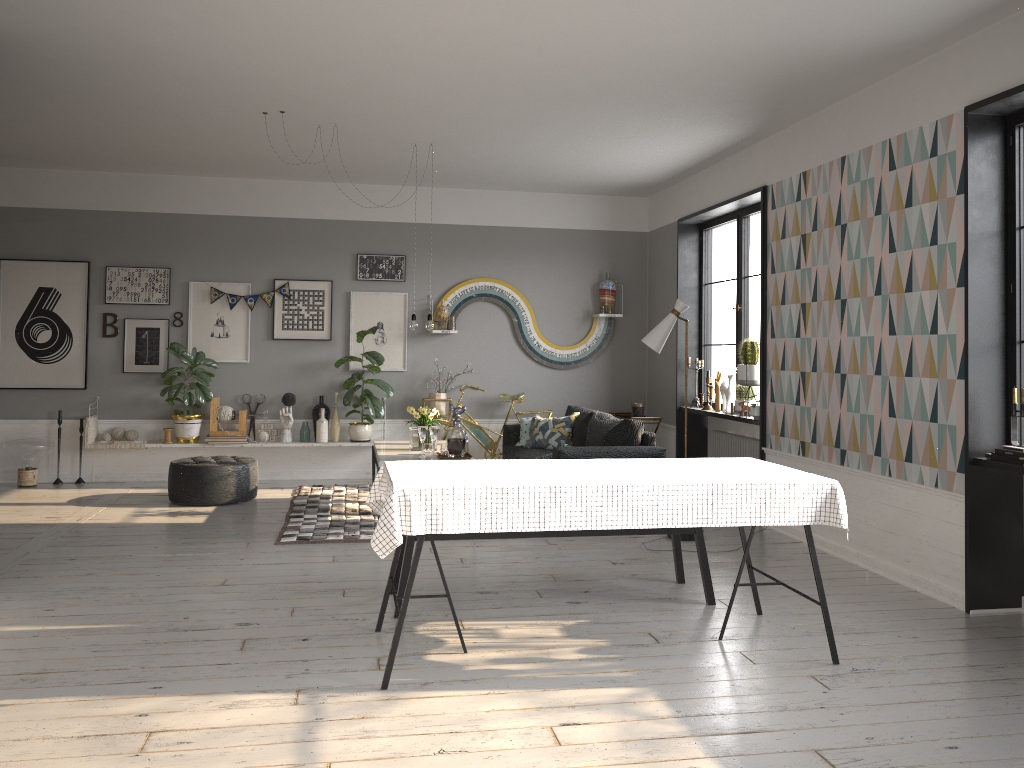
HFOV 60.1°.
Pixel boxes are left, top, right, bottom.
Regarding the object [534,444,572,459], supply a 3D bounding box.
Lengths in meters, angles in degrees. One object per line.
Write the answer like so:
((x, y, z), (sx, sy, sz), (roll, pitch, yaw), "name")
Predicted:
((0.345, 0.687, 7.114), (0.490, 0.329, 0.666), (1, 1, -15), "object")

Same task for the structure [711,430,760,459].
((2.022, 0.669, 7.718), (0.149, 0.428, 1.223), (1, 2, -12), "structure")

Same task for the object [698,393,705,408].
((1.822, 0.152, 8.471), (0.084, 0.151, 0.084), (1, -1, -7), "object")

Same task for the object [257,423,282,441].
((-2.380, 0.477, 8.761), (0.265, 0.174, 0.078), (1, -1, -5), "object")

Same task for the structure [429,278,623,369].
((0.156, -0.633, 9.194), (2.021, 0.957, 0.266), (1, -1, -10), "structure")

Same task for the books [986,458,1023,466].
((2.509, 0.383, 4.376), (0.162, 0.011, 0.268), (0, 2, -8), "books")

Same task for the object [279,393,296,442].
((-2.207, 0.327, 8.702), (0.155, 0.484, 0.136), (1, -2, -11), "object")

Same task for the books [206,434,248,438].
((-2.763, 0.507, 8.583), (0.379, 0.017, 0.229), (0, 2, -13), "books")

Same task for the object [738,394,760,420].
((1.937, 0.180, 7.006), (0.246, 0.204, 0.170), (1, 0, -8), "object")

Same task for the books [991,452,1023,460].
((2.514, 0.354, 4.367), (0.174, 0.011, 0.216), (1, 2, -5), "books")

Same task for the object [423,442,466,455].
((-0.517, 0.503, 6.776), (0.279, 0.087, 0.246), (0, 2, -33), "object")

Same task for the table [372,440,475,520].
((-0.740, 0.784, 7.106), (0.732, 0.511, 1.456), (1, 2, -11), "table")

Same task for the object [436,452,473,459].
((-0.436, 0.539, 6.670), (0.246, 0.015, 0.318), (0, 2, -11), "object")

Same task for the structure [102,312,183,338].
((-3.596, -0.579, 8.633), (0.739, 0.263, 0.024), (0, -2, -10), "structure")

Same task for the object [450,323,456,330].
((-0.605, -0.588, 9.066), (0.062, 0.082, 0.062), (1, 0, -35), "object")

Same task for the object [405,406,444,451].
((-0.708, 0.352, 7.119), (0.325, 0.351, 0.351), (1, 0, -8), "object")

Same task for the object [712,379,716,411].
((1.867, 0.093, 8.079), (0.076, 0.301, 0.075), (0, -2, 20), "object")

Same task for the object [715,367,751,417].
((1.905, 0.060, 7.638), (0.134, 0.410, 0.662), (1, 1, -9), "object")

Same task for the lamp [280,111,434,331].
((-1.153, -1.193, 6.762), (1.394, 1.539, 0.074), (1, -1, -41), "lamp")

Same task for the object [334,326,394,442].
((-1.469, -0.001, 8.799), (0.567, 1.152, 0.415), (0, -1, 29), "object")

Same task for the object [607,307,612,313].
((1.022, -0.772, 9.260), (0.050, 0.058, 0.050), (1, 0, -21), "object")

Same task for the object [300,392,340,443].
((-1.895, 0.326, 8.745), (0.332, 0.489, 0.285), (0, -1, 40), "object")

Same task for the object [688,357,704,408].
((1.745, -0.017, 8.461), (0.145, 0.491, 0.162), (0, -2, 25), "object")

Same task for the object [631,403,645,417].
((1.262, 0.274, 8.886), (0.141, 0.160, 0.138), (1, 0, 27), "object")

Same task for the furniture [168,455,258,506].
((-2.558, 0.816, 7.593), (0.735, 0.357, 0.735), (0, 2, -24), "furniture")

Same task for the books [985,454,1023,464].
((2.517, 0.369, 4.375), (0.183, 0.019, 0.271), (0, 2, -11), "books")

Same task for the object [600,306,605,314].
((0.949, -0.773, 9.281), (0.060, 0.079, 0.060), (1, 0, -22), "object")

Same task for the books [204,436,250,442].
((-2.758, 0.530, 8.573), (0.384, 0.029, 0.260), (0, 2, -10), "books")

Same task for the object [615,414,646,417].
((1.235, 0.331, 9.239), (0.246, 0.015, 0.318), (0, 2, -11), "object")

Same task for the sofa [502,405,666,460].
((0.522, 0.641, 7.763), (0.970, 0.798, 2.341), (1, 2, -11), "sofa")

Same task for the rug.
((-0.939, 1.015, 7.292), (1.769, 0.034, 2.527), (0, 2, -10), "rug")

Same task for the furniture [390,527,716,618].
((0.205, 0.910, 4.698), (1.669, 0.456, 0.465), (0, 0, -10), "furniture")

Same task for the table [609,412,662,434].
((1.258, 0.652, 9.079), (0.339, 0.680, 0.742), (1, 0, -11), "table")

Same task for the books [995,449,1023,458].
((2.512, 0.339, 4.343), (0.162, 0.022, 0.198), (0, 2, -10), "books")

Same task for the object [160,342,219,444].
((-3.093, 0.083, 8.467), (0.510, 0.965, 0.545), (1, -1, -25), "object")

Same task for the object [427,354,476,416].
((-0.627, 0.009, 8.940), (0.488, 0.642, 0.253), (1, -1, 7), "object")

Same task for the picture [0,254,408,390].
((-4.293, -0.613, 6.454), (7.290, 1.797, 4.039), (0, 2, -10), "picture")

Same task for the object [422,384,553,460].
((-0.242, 0.489, 9.021), (1.625, 0.971, 0.426), (0, -1, -19), "object")

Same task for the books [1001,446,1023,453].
((2.509, 0.319, 4.339), (0.123, 0.017, 0.153), (0, 2, -9), "books")

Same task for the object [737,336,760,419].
((1.933, -0.060, 7.187), (0.228, 0.671, 0.235), (2, -2, -40), "object")

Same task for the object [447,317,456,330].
((-0.615, -0.613, 8.986), (0.086, 0.140, 0.086), (1, -1, -18), "object")

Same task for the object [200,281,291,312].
((-2.628, -0.887, 8.794), (0.914, 0.340, 0.057), (0, -2, -11), "object")

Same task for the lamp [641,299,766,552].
((1.467, 0.246, 6.232), (1.246, 1.705, 0.679), (1, -1, -12), "lamp")

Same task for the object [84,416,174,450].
((-3.619, 0.464, 8.424), (0.784, 0.307, 0.329), (1, 0, -10), "object")

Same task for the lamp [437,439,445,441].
((-0.829, 0.757, 8.695), (0.432, 0.438, 0.432), (1, 0, 20), "lamp")

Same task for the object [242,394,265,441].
((-2.562, 0.331, 8.768), (0.221, 0.464, 0.019), (1, -2, -10), "object")

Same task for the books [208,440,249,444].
((-2.747, 0.554, 8.579), (0.368, 0.021, 0.296), (0, 2, -16), "books")

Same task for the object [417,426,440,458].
((-0.628, 0.435, 6.626), (0.167, 0.227, 0.082), (1, -1, 1), "object")

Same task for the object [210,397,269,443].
((-2.640, 0.349, 8.605), (0.545, 0.441, 0.238), (1, -1, -10), "object")

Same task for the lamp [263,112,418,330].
((-1.287, -1.196, 6.799), (1.394, 1.539, 0.074), (1, -1, -41), "lamp")

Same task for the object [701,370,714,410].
((1.805, 0.052, 8.140), (0.123, 0.376, 0.123), (1, -1, -6), "object")

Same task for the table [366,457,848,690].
((0.381, 0.776, 3.934), (2.024, 0.785, 0.931), (0, 1, -11), "table")

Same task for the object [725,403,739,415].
((1.897, 0.211, 7.620), (0.123, 0.099, 0.123), (1, 1, 12), "object")

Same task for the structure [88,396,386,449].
((-2.628, 0.377, 8.636), (2.775, 0.487, 0.308), (0, -1, -10), "structure")

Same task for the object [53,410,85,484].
((-4.185, 0.590, 8.380), (0.279, 0.702, 0.091), (1, -2, -18), "object")

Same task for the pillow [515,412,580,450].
((0.358, 0.438, 8.369), (0.443, 0.362, 0.798), (0, 1, -28), "pillow")

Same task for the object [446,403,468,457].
((-0.411, 0.341, 6.616), (0.156, 0.418, 0.148), (1, -1, 9), "object")

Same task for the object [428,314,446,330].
((-0.756, -0.625, 8.945), (0.197, 0.166, 0.060), (1, -1, 23), "object")

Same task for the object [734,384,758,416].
((1.979, 0.124, 7.490), (0.213, 0.283, 0.234), (1, 0, -37), "object")

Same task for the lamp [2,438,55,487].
((-4.473, 0.726, 8.178), (0.432, 0.438, 0.432), (1, 0, 11), "lamp")
